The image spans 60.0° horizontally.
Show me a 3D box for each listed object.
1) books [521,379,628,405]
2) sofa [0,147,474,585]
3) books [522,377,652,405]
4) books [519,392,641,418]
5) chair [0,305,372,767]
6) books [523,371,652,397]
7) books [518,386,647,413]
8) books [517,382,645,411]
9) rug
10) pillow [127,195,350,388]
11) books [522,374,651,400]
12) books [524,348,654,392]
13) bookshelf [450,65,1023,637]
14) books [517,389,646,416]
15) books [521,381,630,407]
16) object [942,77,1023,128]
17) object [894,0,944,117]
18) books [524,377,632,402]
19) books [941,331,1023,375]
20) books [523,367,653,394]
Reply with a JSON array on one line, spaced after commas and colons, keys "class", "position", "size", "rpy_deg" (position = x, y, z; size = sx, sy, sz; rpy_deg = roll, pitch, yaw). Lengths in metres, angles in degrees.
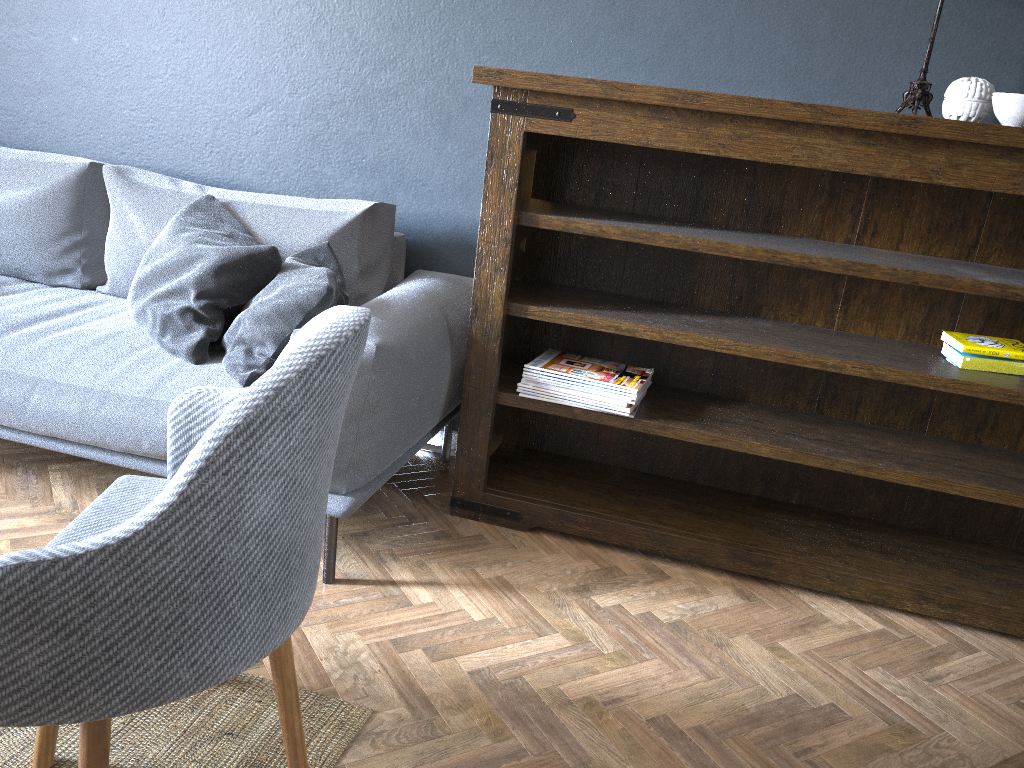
[{"class": "books", "position": [0.197, -0.005, 2.395], "size": [0.288, 0.008, 0.218], "rpy_deg": [13, 19, 18]}, {"class": "sofa", "position": [-1.303, -0.221, 2.534], "size": [2.338, 0.802, 0.966], "rpy_deg": [11, 18, 12]}, {"class": "books", "position": [0.206, -0.009, 2.392], "size": [0.304, 0.006, 0.218], "rpy_deg": [12, 18, 17]}, {"class": "books", "position": [0.192, 0.028, 2.400], "size": [0.304, 0.008, 0.218], "rpy_deg": [11, 18, 12]}, {"class": "chair", "position": [-0.484, 0.260, 1.321], "size": [0.495, 0.815, 0.642], "rpy_deg": [4, 18, -8]}, {"class": "books", "position": [0.207, -0.026, 2.383], "size": [0.304, 0.008, 0.218], "rpy_deg": [12, 18, 16]}, {"class": "books", "position": [0.194, 0.015, 2.396], "size": [0.304, 0.008, 0.218], "rpy_deg": [12, 18, 17]}, {"class": "books", "position": [0.193, 0.007, 2.393], "size": [0.304, 0.013, 0.218], "rpy_deg": [12, 18, 17]}, {"class": "rug", "position": [-1.353, 0.557, 1.411], "size": [2.010, 0.013, 0.999], "rpy_deg": [11, 18, 12]}, {"class": "pillow", "position": [-0.700, -0.260, 2.294], "size": [0.796, 0.363, 0.441], "rpy_deg": [17, 21, 29]}, {"class": "books", "position": [0.205, -0.019, 2.383], "size": [0.304, 0.008, 0.218], "rpy_deg": [12, 18, 16]}, {"class": "books", "position": [0.211, -0.042, 2.380], "size": [0.304, 0.013, 0.218], "rpy_deg": [12, 18, 17]}, {"class": "bookshelf", "position": [0.821, -0.066, 2.242], "size": [1.917, 1.178, 0.449], "rpy_deg": [11, 19, 12]}, {"class": "books", "position": [0.192, 0.021, 2.399], "size": [0.304, 0.007, 0.218], "rpy_deg": [12, 18, 17]}, {"class": "books", "position": [0.196, 0.001, 2.396], "size": [0.288, 0.008, 0.218], "rpy_deg": [13, 19, 18]}, {"class": "object", "position": [1.075, -0.627, 1.973], "size": [0.118, 0.104, 0.254], "rpy_deg": [0, 19, -21]}, {"class": "object", "position": [0.984, -0.853, 2.091], "size": [0.145, 0.439, 0.129], "rpy_deg": [-8, 24, -38]}, {"class": "books", "position": [0.202, -0.013, 2.388], "size": [0.288, 0.008, 0.218], "rpy_deg": [12, 18, 16]}, {"class": "books", "position": [1.176, -0.045, 2.183], "size": [0.197, 0.114, 0.173], "rpy_deg": [8, 18, 2]}, {"class": "books", "position": [0.209, -0.034, 2.384], "size": [0.304, 0.008, 0.218], "rpy_deg": [12, 18, 17]}]
